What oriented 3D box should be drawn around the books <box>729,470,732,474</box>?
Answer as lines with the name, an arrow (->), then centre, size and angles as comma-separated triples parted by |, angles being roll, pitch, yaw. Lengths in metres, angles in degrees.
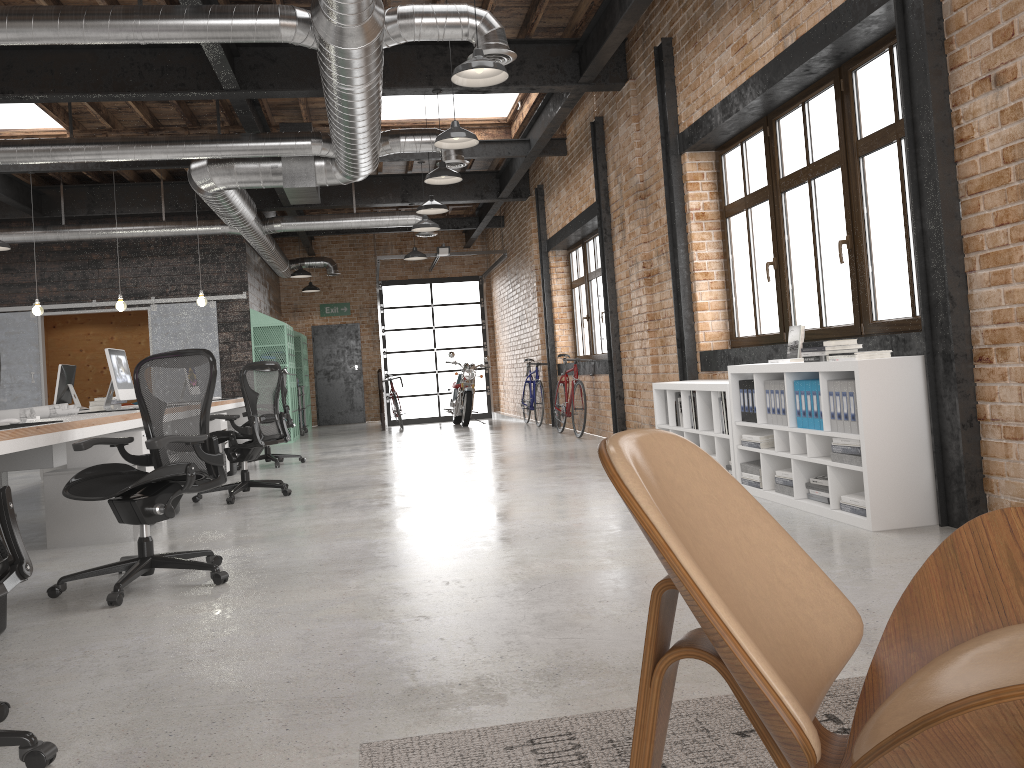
books -> 1.544, 0.570, 5.801 | 0.164, 0.047, 0.239 | -4, 1, -8

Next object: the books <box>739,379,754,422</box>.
books -> 1.567, 0.099, 5.616 | 0.232, 0.261, 0.062 | -4, -2, -9

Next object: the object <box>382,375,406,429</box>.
object -> -2.201, 0.346, 16.723 | 0.410, 1.035, 1.732 | -4, 0, -3

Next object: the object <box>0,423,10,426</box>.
object -> -2.418, 0.192, 4.003 | 0.118, 0.017, 0.438 | -4, 1, -9

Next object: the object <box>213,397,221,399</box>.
object -> -3.376, 0.161, 10.112 | 0.106, 0.028, 0.059 | -4, 0, -10

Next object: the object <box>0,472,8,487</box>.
object -> -4.733, 0.860, 7.733 | 0.544, 0.455, 0.220 | -4, -1, -9

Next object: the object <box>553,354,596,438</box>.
object -> 0.710, 0.127, 11.199 | 0.402, 1.041, 1.735 | -4, 0, -14

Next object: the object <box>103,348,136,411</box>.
object -> -3.140, -0.037, 7.055 | 0.190, 0.486, 0.483 | -4, -1, -9

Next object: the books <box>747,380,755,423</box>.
books -> 1.587, 0.100, 5.489 | 0.232, 0.261, 0.062 | -4, -2, -9

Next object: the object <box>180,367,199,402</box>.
object -> -3.571, -0.047, 9.786 | 0.190, 0.486, 0.483 | -4, -1, -9

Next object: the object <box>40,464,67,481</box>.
object -> -5.120, 0.851, 10.185 | 0.544, 0.455, 0.220 | -4, -1, -9

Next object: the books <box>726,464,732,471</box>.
books -> 1.564, 0.540, 5.818 | 0.222, 0.055, 0.281 | -4, 1, -8

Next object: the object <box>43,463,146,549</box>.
object -> -2.535, 0.740, 5.433 | 0.541, 0.455, 0.220 | -4, -1, -9

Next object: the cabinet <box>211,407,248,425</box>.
cabinet -> -3.398, 0.621, 10.845 | 0.460, 0.649, 0.387 | -4, -1, -9

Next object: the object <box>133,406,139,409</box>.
object -> -2.900, 0.180, 7.057 | 0.118, 0.017, 0.438 | -4, 1, -9

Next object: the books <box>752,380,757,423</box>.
books -> 1.597, 0.100, 5.425 | 0.232, 0.261, 0.062 | -4, -2, -9

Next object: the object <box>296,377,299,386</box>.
object -> -3.907, -0.053, 15.556 | 0.309, 0.263, 0.459 | -4, 0, -9

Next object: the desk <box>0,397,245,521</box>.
desk -> -3.959, 0.636, 8.457 | 2.313, 0.770, 5.104 | -4, 1, -9

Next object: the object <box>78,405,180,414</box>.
object -> -3.013, 0.201, 7.076 | 0.687, 0.008, 0.847 | -4, 1, -9

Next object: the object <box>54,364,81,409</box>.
object -> -4.703, 0.039, 9.385 | 0.190, 0.486, 0.483 | -4, -1, -9

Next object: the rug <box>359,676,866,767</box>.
rug -> 1.213, 0.770, 0.859 | 2.730, 0.004, 2.992 | -4, 1, -9

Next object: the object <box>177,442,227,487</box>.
object -> -3.004, 0.728, 8.404 | 0.541, 0.455, 0.220 | -4, -1, -9

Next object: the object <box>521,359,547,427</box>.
object -> 0.308, 0.117, 13.748 | 0.402, 1.041, 1.735 | -4, 0, -14

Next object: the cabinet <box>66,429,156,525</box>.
cabinet -> -2.602, 0.641, 5.808 | 0.460, 0.649, 0.387 | -4, -1, -9

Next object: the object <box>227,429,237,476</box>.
object -> -2.976, 0.708, 9.144 | 0.250, 0.466, 0.338 | -4, -1, -9

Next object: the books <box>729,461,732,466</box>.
books -> 1.561, 0.508, 5.794 | 0.199, 0.055, 0.239 | -4, 1, -8

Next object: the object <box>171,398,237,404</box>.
object -> -3.445, 0.190, 9.806 | 0.687, 0.008, 0.847 | -4, 1, -10

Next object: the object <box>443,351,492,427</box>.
object -> -0.860, 0.082, 16.041 | 0.814, 1.362, 2.172 | -4, 0, -21

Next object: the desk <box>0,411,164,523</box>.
desk -> -3.161, 0.655, 3.406 | 2.313, 0.770, 5.104 | -4, 1, -9

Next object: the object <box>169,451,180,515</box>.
object -> -2.541, 0.719, 6.391 | 0.250, 0.466, 0.338 | -4, -1, -9

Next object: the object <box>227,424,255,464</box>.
object -> -3.338, 0.720, 10.517 | 0.541, 0.455, 0.220 | -4, -1, -9

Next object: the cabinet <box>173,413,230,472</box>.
cabinet -> -3.064, 0.629, 8.731 | 0.460, 0.649, 0.387 | -4, -1, -9

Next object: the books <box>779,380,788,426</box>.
books -> 1.660, 0.101, 5.070 | 0.232, 0.261, 0.062 | -4, -2, -9

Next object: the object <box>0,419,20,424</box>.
object -> -2.463, 0.184, 4.328 | 0.106, 0.028, 0.059 | -4, 0, -10

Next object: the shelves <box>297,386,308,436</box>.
shelves -> -3.911, 0.479, 15.552 | 0.567, 0.857, 0.983 | -4, 0, -9

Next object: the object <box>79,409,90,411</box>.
object -> -4.800, 0.292, 9.363 | 0.687, 0.008, 0.847 | -4, 1, -10

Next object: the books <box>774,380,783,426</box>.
books -> 1.650, 0.101, 5.134 | 0.232, 0.261, 0.062 | -4, -2, -9

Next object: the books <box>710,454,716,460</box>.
books -> 1.476, 0.495, 6.101 | 0.214, 0.052, 0.252 | -4, 1, -9

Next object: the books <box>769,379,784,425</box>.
books -> 1.640, 0.100, 5.198 | 0.232, 0.261, 0.062 | -4, -2, -9

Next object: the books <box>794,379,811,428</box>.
books -> 1.679, 0.102, 4.867 | 0.232, 0.261, 0.062 | -4, -2, -9

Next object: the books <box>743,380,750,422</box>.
books -> 1.577, 0.099, 5.553 | 0.232, 0.261, 0.062 | -4, -2, -9

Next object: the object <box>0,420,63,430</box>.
object -> -2.528, 0.213, 4.004 | 0.687, 0.008, 0.847 | -4, 1, -9

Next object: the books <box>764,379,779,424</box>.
books -> 1.630, 0.100, 5.260 | 0.232, 0.261, 0.062 | -4, -2, -9

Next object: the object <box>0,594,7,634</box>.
object -> -2.053, 0.731, 3.298 | 0.250, 0.466, 0.338 | -4, -1, -9
